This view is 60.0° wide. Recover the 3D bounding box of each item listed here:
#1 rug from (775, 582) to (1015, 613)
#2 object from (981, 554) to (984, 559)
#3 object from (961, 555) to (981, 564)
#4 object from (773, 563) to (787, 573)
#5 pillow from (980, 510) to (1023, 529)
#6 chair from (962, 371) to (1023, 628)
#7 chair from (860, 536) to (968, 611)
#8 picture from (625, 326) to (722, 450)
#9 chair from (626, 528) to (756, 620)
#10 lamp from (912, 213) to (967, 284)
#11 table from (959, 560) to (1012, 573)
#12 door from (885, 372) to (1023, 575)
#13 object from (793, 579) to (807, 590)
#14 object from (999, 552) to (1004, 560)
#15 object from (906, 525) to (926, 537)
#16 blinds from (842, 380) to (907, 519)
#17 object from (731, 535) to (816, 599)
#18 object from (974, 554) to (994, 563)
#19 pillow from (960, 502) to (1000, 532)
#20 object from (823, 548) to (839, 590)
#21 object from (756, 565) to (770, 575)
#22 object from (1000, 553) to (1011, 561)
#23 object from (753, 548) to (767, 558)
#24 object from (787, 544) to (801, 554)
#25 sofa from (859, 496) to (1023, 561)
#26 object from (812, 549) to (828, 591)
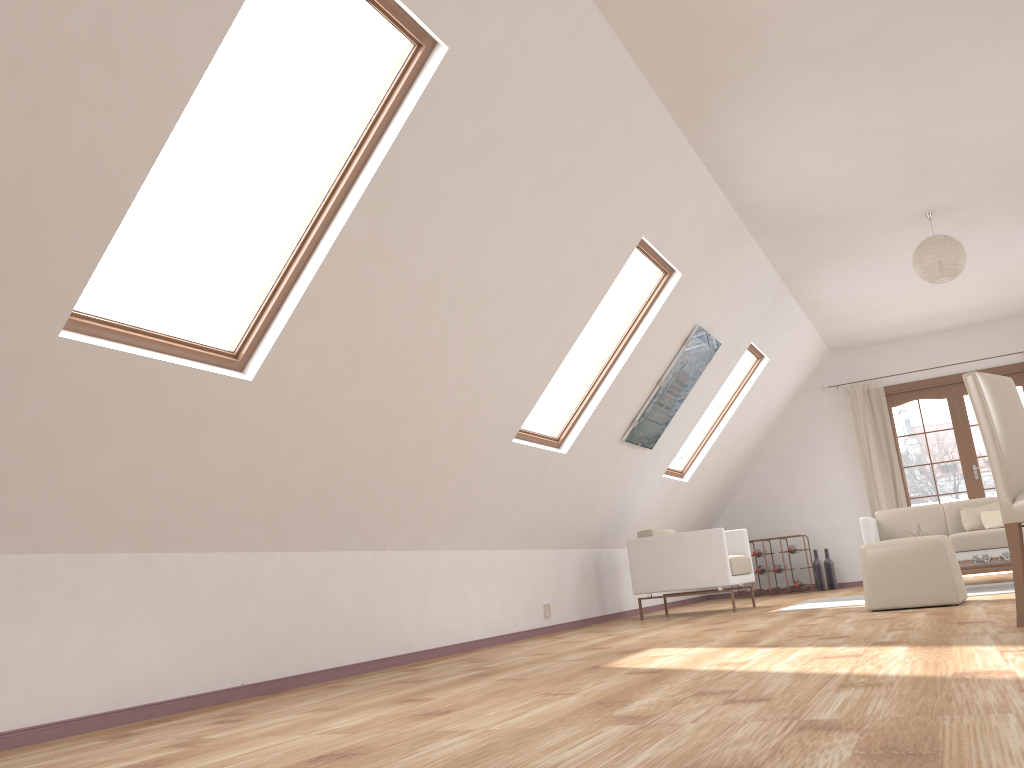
[{"bbox_3d":[3.414,1.438,6.242,2.800,0.007,1.600,-12,-14,25],"label":"rug"},{"bbox_3d":[3.450,1.274,6.495,0.064,0.052,0.143,-5,-13,-5],"label":"object"},{"bbox_3d":[3.316,1.266,6.405,0.143,0.052,0.064,-12,-14,25],"label":"object"},{"bbox_3d":[2.914,2.016,9.687,0.109,0.109,0.435,-12,-14,25],"label":"object"},{"bbox_3d":[4.118,1.126,7.409,0.363,0.170,0.227,-14,-15,30],"label":"pillow"},{"bbox_3d":[2.207,0.378,3.373,0.477,0.999,0.618,5,-17,-39],"label":"chair"},{"bbox_3d":[2.352,1.105,5.221,0.506,0.394,0.506,-13,-15,29],"label":"chair"},{"bbox_3d":[1.237,0.053,6.742,0.683,0.738,0.650,-12,-14,25],"label":"picture"},{"bbox_3d":[1.489,1.514,7.261,0.820,0.706,0.748,-13,-15,27],"label":"chair"},{"bbox_3d":[2.956,-0.954,6.178,0.340,0.497,0.340,0,-14,-25],"label":"lamp"},{"bbox_3d":[3.469,1.353,6.306,1.173,0.190,0.730,-12,-14,25],"label":"table"},{"bbox_3d":[4.856,0.970,9.355,1.546,2.001,0.098,-12,-14,25],"label":"door"},{"bbox_3d":[3.099,2.162,9.566,0.109,0.109,0.435,-12,-14,25],"label":"object"},{"bbox_3d":[3.593,1.243,6.428,0.143,0.052,0.064,3,-16,-34],"label":"object"},{"bbox_3d":[3.052,1.182,6.614,0.184,0.359,0.123,0,-14,-22],"label":"object"},{"bbox_3d":[4.017,1.031,9.664,0.423,2.130,0.120,-11,-14,22],"label":"blinds"},{"bbox_3d":[2.850,2.013,9.768,0.854,0.608,0.417,-12,-14,25],"label":"object"},{"bbox_3d":[3.326,1.229,6.249,0.143,0.052,0.064,3,-16,-34],"label":"object"},{"bbox_3d":[4.046,1.137,7.614,0.351,0.235,0.185,-13,-15,28],"label":"pillow"},{"bbox_3d":[3.453,2.012,9.637,0.115,0.443,0.120,-11,-14,19],"label":"object"},{"bbox_3d":[2.748,2.048,9.765,0.109,0.109,0.435,-12,-14,25],"label":"object"},{"bbox_3d":[3.469,1.199,6.182,0.064,0.051,0.143,-5,-13,-5],"label":"object"},{"bbox_3d":[2.729,1.869,9.810,0.109,0.109,0.435,-12,-14,25],"label":"object"},{"bbox_3d":[3.062,1.798,9.654,0.109,0.109,0.435,-12,-14,25],"label":"object"},{"bbox_3d":[4.011,1.307,7.483,1.880,0.706,0.820,-12,-14,25],"label":"sofa"},{"bbox_3d":[3.285,1.994,9.488,0.115,0.443,0.120,-11,-14,19],"label":"object"}]
